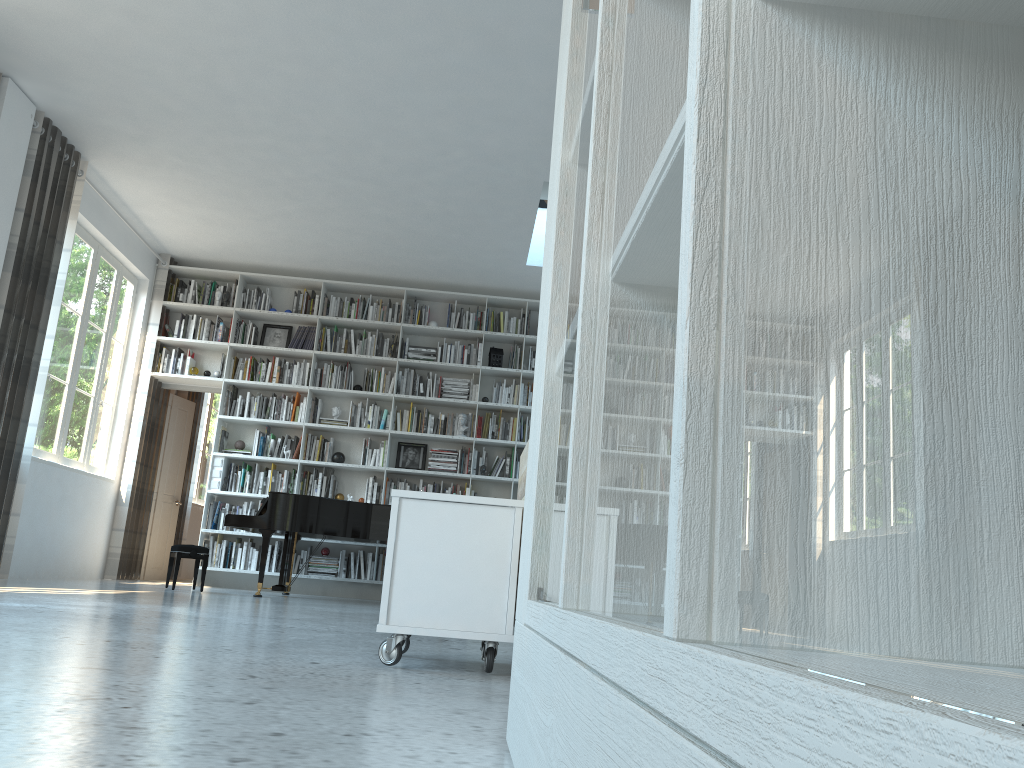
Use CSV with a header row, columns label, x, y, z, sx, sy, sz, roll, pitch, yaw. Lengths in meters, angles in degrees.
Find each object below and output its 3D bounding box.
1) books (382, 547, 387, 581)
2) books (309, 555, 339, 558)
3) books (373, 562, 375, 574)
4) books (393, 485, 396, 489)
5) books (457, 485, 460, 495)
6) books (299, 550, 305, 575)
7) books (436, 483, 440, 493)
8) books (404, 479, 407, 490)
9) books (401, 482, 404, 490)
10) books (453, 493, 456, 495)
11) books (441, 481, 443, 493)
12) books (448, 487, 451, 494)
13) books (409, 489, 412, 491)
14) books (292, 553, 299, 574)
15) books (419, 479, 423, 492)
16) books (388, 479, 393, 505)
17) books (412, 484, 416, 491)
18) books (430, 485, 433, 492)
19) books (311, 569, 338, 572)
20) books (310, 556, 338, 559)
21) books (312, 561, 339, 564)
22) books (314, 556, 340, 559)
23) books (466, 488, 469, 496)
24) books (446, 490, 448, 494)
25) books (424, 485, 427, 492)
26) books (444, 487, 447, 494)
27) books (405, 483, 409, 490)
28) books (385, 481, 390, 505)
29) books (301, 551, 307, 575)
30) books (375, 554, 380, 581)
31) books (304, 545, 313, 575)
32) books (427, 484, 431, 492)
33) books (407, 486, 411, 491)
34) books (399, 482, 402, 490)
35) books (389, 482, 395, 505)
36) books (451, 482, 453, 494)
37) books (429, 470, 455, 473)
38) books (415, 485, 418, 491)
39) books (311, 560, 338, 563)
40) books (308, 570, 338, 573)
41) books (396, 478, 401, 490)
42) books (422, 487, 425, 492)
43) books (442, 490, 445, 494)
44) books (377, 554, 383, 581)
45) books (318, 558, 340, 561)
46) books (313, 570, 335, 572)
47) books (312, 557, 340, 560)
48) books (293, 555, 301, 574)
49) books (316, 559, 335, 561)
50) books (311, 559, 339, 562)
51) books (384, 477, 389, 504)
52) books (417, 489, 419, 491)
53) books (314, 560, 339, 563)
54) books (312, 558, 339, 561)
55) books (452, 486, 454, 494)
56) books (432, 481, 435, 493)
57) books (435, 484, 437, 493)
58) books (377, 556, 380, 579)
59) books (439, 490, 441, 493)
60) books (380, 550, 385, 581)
label,x,y,z,sx,sy,sz,roll,pitch,yaw
books,-1.246,1.761,8.697,0.014,0.339,0.140,5,-12,-2
books,-1.820,1.689,8.670,0.285,0.005,0.160,4,-13,3
books,-1.339,1.805,8.693,0.021,0.237,0.116,5,-12,-2
books,-1.171,1.123,8.830,0.024,0.208,0.170,5,-12,-2
books,-0.543,1.149,8.859,0.026,0.271,0.175,5,-12,-2
books,-2.042,1.740,8.647,0.023,0.231,0.164,5,-12,-2
books,-0.748,1.132,8.842,0.028,0.264,0.162,5,-12,-2
books,-1.072,1.094,8.832,0.013,0.281,0.166,5,-12,-2
books,-1.093,1.111,8.831,0.027,0.245,0.179,5,-12,-2
books,-0.581,1.186,8.837,0.023,0.182,0.169,5,-12,-2
books,-0.707,1.121,8.852,0.012,0.296,0.178,5,-12,-2
books,-0.630,1.158,8.845,0.023,0.234,0.175,5,-12,-2
books,-1.011,1.146,8.816,0.029,0.183,0.175,5,-12,-2
books,-2.120,1.752,8.650,0.025,0.197,0.160,5,-12,-2
books,-0.915,1.106,8.849,0.026,0.291,0.152,5,-12,-2
books,-1.213,1.086,8.834,0.011,0.275,0.146,5,-12,-2
books,-0.980,1.124,8.830,0.029,0.237,0.166,5,-12,-2
books,-0.811,1.136,8.838,0.026,0.245,0.191,5,-12,-2
books,-1.831,1.817,8.650,0.285,0.007,0.160,5,-13,0
books,-1.822,1.702,8.679,0.285,0.005,0.160,5,-13,-2
books,-1.828,1.743,8.668,0.285,0.005,0.160,5,-13,-3
books,-1.821,1.696,8.678,0.254,0.005,0.161,5,-13,-1
books,-0.450,1.167,8.845,0.033,0.245,0.176,5,-12,-2
books,-0.654,1.170,8.841,0.023,0.204,0.167,5,-12,-2
books,-0.865,1.138,8.847,0.031,0.236,0.159,5,-12,-2
books,-0.673,1.156,8.855,0.014,0.234,0.154,5,-12,-2
books,-1.058,1.118,8.847,0.021,0.244,0.142,5,-12,-2
books,-1.235,1.101,8.837,0.029,0.243,0.154,5,-12,-2
books,-2.018,1.746,8.656,0.027,0.226,0.139,5,-12,-2
books,-1.313,1.798,8.688,0.012,0.253,0.161,5,-12,-2
books,-1.989,1.722,8.663,0.027,0.281,0.129,5,-12,-2
books,-0.838,1.135,8.864,0.025,0.254,0.136,5,-12,-2
books,-1.035,1.128,8.823,0.023,0.217,0.175,5,-12,-2
books,-1.120,1.111,8.847,0.024,0.247,0.132,5,-12,-2
books,-1.195,1.106,8.820,0.027,0.233,0.168,5,-12,-2
books,-0.610,1.133,8.863,0.014,0.293,0.137,5,-12,-2
books,-0.699,0.893,8.910,0.254,0.012,0.161,5,-13,0
books,-0.960,1.132,8.840,0.013,0.229,0.139,5,-12,-2
books,-1.828,1.738,8.671,0.254,0.005,0.161,5,-13,-2
books,-1.831,1.829,8.640,0.285,0.007,0.160,4,-13,3
books,-1.144,1.089,8.856,0.027,0.290,0.141,5,-12,-2
books,-0.893,1.145,8.851,0.025,0.220,0.140,5,-12,-2
books,-0.692,1.166,8.841,0.024,0.206,0.183,5,-12,-2
books,-1.282,1.795,8.670,0.026,0.255,0.183,5,-12,-2
books,-1.823,1.712,8.676,0.254,0.005,0.161,5,-13,-2
books,-1.831,1.823,8.644,0.254,0.007,0.161,6,-13,-6
books,-1.822,1.707,8.677,0.254,0.005,0.161,5,-13,-2
books,-2.081,1.760,8.643,0.053,0.183,0.148,5,-12,-2
books,-1.823,1.721,8.667,0.285,0.005,0.160,6,-13,-5
books,-1.823,1.726,8.664,0.254,0.005,0.161,4,-13,2
books,-1.254,1.080,8.843,0.012,0.284,0.160,5,-12,-2
books,-0.943,1.147,8.825,0.023,0.196,0.165,5,-12,-2
books,-1.827,1.731,8.663,0.285,0.005,0.160,6,-13,-6
books,-1.822,1.715,8.665,0.254,0.005,0.161,6,-13,-7
books,-0.598,1.154,8.867,0.014,0.255,0.145,5,-12,-2
books,-0.791,1.123,8.867,0.014,0.285,0.135,5,-12,-2
books,-0.768,1.133,8.848,0.010,0.261,0.181,5,-12,-2
books,-1.302,1.808,8.690,0.010,0.237,0.134,5,-12,-2
books,-0.728,1.168,8.851,0.021,0.202,0.128,5,-12,-2
books,-1.260,1.775,8.676,0.014,0.300,0.185,5,-12,-2
